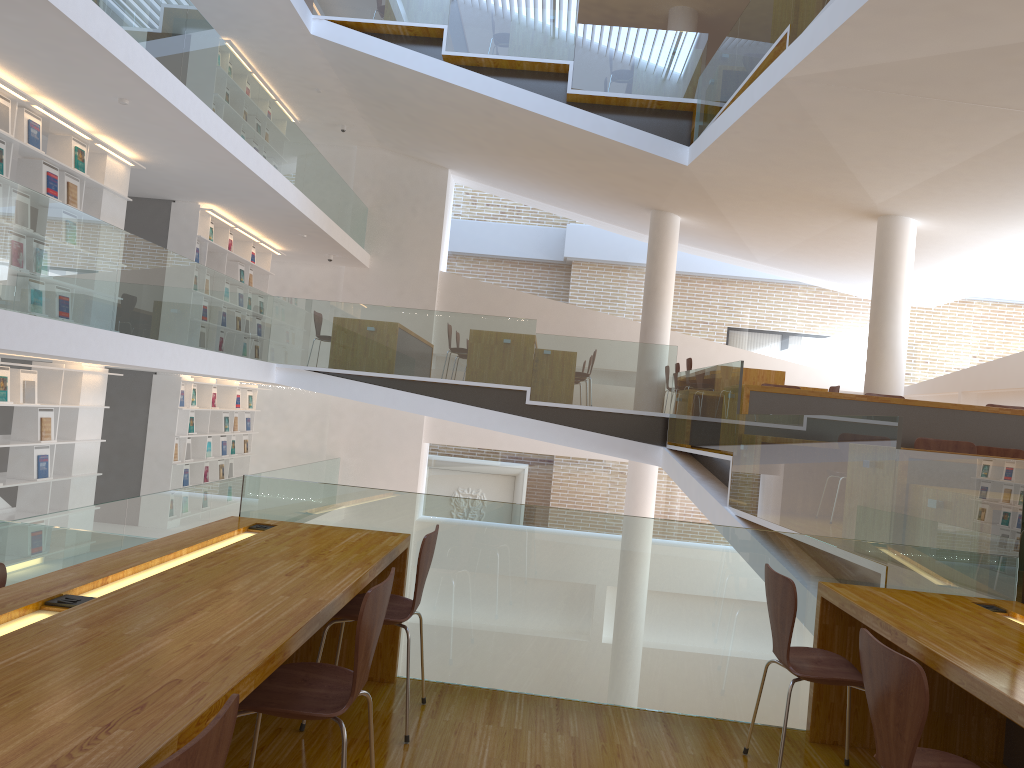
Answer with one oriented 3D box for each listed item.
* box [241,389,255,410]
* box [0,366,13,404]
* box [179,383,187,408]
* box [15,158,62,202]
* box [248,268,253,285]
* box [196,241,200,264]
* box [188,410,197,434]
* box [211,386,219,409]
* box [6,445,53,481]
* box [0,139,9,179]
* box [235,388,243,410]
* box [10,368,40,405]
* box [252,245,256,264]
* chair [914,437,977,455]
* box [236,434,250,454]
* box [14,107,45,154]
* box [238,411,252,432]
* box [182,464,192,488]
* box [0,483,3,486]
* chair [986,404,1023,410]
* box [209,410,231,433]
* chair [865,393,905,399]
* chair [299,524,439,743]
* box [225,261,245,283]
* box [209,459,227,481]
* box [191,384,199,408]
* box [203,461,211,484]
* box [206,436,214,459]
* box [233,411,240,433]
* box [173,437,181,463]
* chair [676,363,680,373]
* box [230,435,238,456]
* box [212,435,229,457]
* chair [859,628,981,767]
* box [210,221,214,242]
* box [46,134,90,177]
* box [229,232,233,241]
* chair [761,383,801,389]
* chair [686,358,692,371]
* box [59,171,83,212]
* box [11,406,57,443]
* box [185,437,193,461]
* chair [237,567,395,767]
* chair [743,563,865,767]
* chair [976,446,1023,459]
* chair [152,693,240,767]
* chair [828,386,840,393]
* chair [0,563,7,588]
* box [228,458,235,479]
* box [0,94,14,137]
[{"bbox_3d":[-3.978,0.222,13.161,0.274,0.296,0.245,5,-2,2],"label":"box"},{"bbox_3d":[-4.160,-0.003,7.062,0.274,0.296,0.245,5,-2,2],"label":"box"},{"bbox_3d":[-4.079,0.131,10.667,0.274,0.296,0.245,5,-2,2],"label":"box"},{"bbox_3d":[-3.983,-1.715,7.487,0.274,0.296,0.245,5,-2,2],"label":"box"},{"bbox_3d":[-3.837,-1.522,12.696,0.274,0.296,0.245,5,-2,2],"label":"box"},{"bbox_3d":[-3.916,-1.596,10.718,0.274,0.296,0.245,5,-2,2],"label":"box"},{"bbox_3d":[-4.093,0.465,11.053,0.274,0.296,0.245,5,-2,2],"label":"box"},{"bbox_3d":[-4.034,0.167,11.717,0.274,0.296,0.245,5,-2,2],"label":"box"},{"bbox_3d":[-4.194,0.678,7.747,0.274,0.296,0.245,5,-2,2],"label":"box"},{"bbox_3d":[-4.013,-1.740,6.741,0.274,0.296,0.245,5,-2,2],"label":"box"},{"bbox_3d":[-3.999,0.203,12.637,0.274,0.296,0.245,5,-2,2],"label":"box"},{"bbox_3d":[-4.440,1.618,3.954,0.498,3.764,7.125,5,-2,2],"label":"box"},{"bbox_3d":[-3.806,-1.848,12.707,0.274,0.296,0.245,5,-2,2],"label":"box"},{"bbox_3d":[2.719,0.692,5.460,0.428,0.693,0.381,5,-2,2],"label":"chair"},{"bbox_3d":[-4.040,0.876,13.153,0.274,0.296,0.245,5,-2,2],"label":"box"},{"bbox_3d":[-3.965,-2.052,7.176,0.274,0.296,0.245,5,-2,2],"label":"box"},{"bbox_3d":[-4.009,0.548,13.150,0.274,0.296,0.245,5,-2,2],"label":"box"},{"bbox_3d":[-4.154,1.124,11.046,0.274,0.296,0.245,5,-2,2],"label":"box"},{"bbox_3d":[-4.223,0.651,7.024,0.274,0.296,0.245,5,-2,2],"label":"box"},{"bbox_3d":[4.578,0.536,8.100,0.428,0.693,0.381,5,-2,2],"label":"chair"},{"bbox_3d":[-4.045,0.516,12.264,0.274,0.296,0.245,5,-2,2],"label":"box"},{"bbox_3d":[3.479,0.436,8.187,0.428,0.693,0.381,5,-2,2],"label":"chair"},{"bbox_3d":[-0.493,0.856,3.218,0.381,0.693,0.428,5,-2,2],"label":"chair"},{"bbox_3d":[-3.851,-1.534,12.334,0.274,0.296,0.245,5,-2,2],"label":"box"},{"bbox_3d":[-4.106,1.170,12.255,0.274,0.296,0.245,5,-2,2],"label":"box"},{"bbox_3d":[-4.064,0.142,11.039,0.274,0.296,0.245,5,-2,2],"label":"box"},{"bbox_3d":[-4.129,1.149,11.691,0.274,0.296,0.245,5,-2,2],"label":"box"},{"bbox_3d":[-4.097,0.822,11.716,0.274,0.296,0.245,5,-2,2],"label":"box"},{"bbox_3d":[-4.030,0.529,12.626,0.274,0.296,0.245,5,-2,2],"label":"box"},{"bbox_3d":[-4.140,0.781,10.644,0.274,0.296,0.245,5,-2,2],"label":"box"},{"bbox_3d":[2.290,0.092,11.546,0.381,0.693,0.428,5,-2,2],"label":"chair"},{"bbox_3d":[-4.062,0.856,12.605,0.274,0.296,0.245,5,-2,2],"label":"box"},{"bbox_3d":[-4.076,0.842,12.253,0.274,0.296,0.245,5,-2,2],"label":"box"},{"bbox_3d":[1.002,0.956,2.017,0.381,0.693,0.428,5,-2,2],"label":"chair"},{"bbox_3d":[-3.870,-1.908,11.109,0.274,0.296,0.245,5,-2,2],"label":"box"},{"bbox_3d":[-3.937,-2.025,7.886,0.274,0.296,0.245,5,-2,2],"label":"box"},{"bbox_3d":[-3.840,-1.884,11.786,0.274,0.296,0.245,5,-2,2],"label":"box"},{"bbox_3d":[2.512,0.346,8.229,0.428,0.693,0.381,5,-2,2],"label":"chair"},{"bbox_3d":[2.251,0.056,10.576,0.381,0.693,0.428,5,-2,2],"label":"chair"},{"bbox_3d":[-3.969,-1.699,7.826,0.274,0.296,0.245,5,-2,2],"label":"box"},{"bbox_3d":[-4.163,0.351,7.757,0.274,0.296,0.245,5,-2,2],"label":"box"},{"bbox_3d":[-4.125,0.796,11.019,0.274,0.296,0.245,5,-2,2],"label":"box"},{"bbox_3d":[-0.532,0.820,2.248,0.381,0.693,0.428,5,-2,2],"label":"chair"},{"bbox_3d":[1.041,0.993,2.987,0.381,0.693,0.428,5,-2,2],"label":"chair"},{"bbox_3d":[3.606,0.823,6.763,0.428,0.693,0.381,5,-2,2],"label":"chair"},{"bbox_3d":[-0.615,0.774,1.133,0.381,0.693,0.428,5,-2,2],"label":"chair"},{"bbox_3d":[3.755,0.351,10.858,0.381,0.693,0.428,5,-2,2],"label":"chair"},{"bbox_3d":[-1.859,1.045,3.266,0.381,0.693,0.428,5,-2,2],"label":"chair"},{"bbox_3d":[-4.092,1.184,12.613,0.274,0.296,0.245,5,-2,2],"label":"box"},{"bbox_3d":[-3.982,-2.067,6.759,0.274,0.296,0.245,5,-2,2],"label":"box"}]
